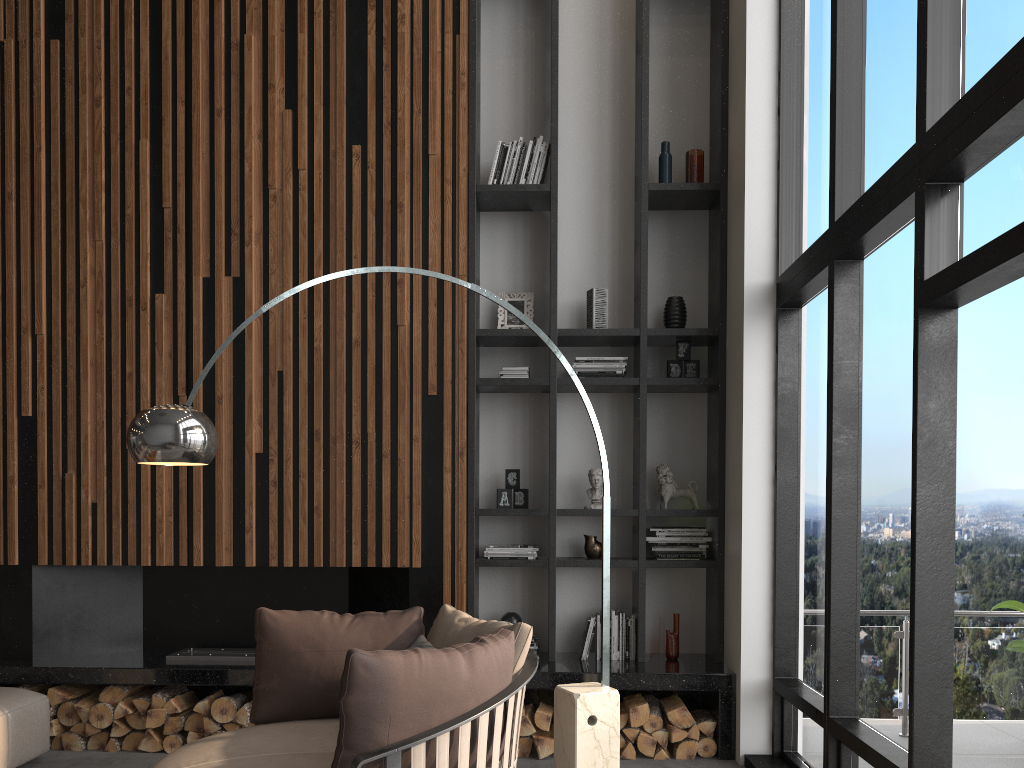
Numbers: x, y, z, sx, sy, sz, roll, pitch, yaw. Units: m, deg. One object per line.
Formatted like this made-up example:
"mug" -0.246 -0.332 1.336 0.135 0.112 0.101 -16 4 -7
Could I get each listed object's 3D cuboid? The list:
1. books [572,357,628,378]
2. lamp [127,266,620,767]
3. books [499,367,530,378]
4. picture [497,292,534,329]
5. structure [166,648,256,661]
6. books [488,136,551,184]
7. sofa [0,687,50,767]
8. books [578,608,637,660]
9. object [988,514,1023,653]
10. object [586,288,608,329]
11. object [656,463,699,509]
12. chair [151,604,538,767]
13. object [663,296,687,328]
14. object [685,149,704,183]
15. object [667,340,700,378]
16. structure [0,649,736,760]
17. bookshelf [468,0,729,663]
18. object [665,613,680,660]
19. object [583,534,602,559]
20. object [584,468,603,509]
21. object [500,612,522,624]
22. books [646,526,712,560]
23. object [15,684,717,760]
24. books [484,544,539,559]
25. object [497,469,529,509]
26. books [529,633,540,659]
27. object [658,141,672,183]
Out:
"books" 0.505 -0.076 5.121 0.322 0.128 0.221 0 -6 1
"lamp" -0.477 0.679 3.607 2.034 2.333 0.319 1 0 -22
"books" 0.019 -0.046 5.147 0.175 0.071 0.330 0 -8 1
"picture" 0.023 -0.415 5.192 0.216 0.271 0.114 0 0 3
"structure" -1.619 1.605 5.140 0.709 0.103 0.302 0 -7 2
"books" 0.042 -1.259 5.102 0.367 0.299 0.186 0 -2 2
"sofa" -3.414 1.356 3.159 1.873 0.814 3.276 0 -8 2
"books" 0.558 1.468 5.148 0.332 0.287 0.175 0 -1 2
"object" 2.985 1.268 4.606 0.774 1.467 0.528 1 0 -28
"object" 0.499 -0.419 5.120 0.104 0.259 0.104 0 0 -18
"object" 0.975 0.602 5.159 0.252 0.281 0.131 1 -1 -6
"chair" -0.641 1.363 3.400 1.445 0.897 1.491 -3 -7 28
"object" 0.957 -0.395 5.134 0.141 0.217 0.141 0 -2 -7
"object" 1.060 -1.229 5.082 0.101 0.230 0.102 0 -1 -13
"object" 0.990 -0.134 5.063 0.188 0.233 0.059 0 0 5
"structure" -2.057 1.822 5.093 6.522 0.458 0.673 0 -5 2
"bookshelf" 0.489 -1.043 5.113 1.459 5.310 0.337 0 1 2
"object" 0.935 1.472 5.102 0.081 0.266 0.081 0 0 23
"object" 0.484 0.959 5.169 0.100 0.142 0.103 -1 -3 40
"object" 0.491 0.615 5.136 0.138 0.244 0.137 -1 -2 43
"object" -0.005 1.416 5.171 0.134 0.132 0.136 1 -4 -19
"books" 0.962 0.932 5.131 0.373 0.190 0.219 0 -4 2
"object" -0.873 1.860 4.882 4.032 0.391 0.439 0 -4 3
"books" -0.001 0.986 5.143 0.322 0.078 0.221 0 -7 1
"object" 0.004 0.620 5.165 0.188 0.235 0.059 0 0 0
"books" -0.003 1.547 5.177 0.338 0.127 0.221 0 -6 1
"object" 0.890 -1.256 5.082 0.078 0.293 0.078 1 1 38
